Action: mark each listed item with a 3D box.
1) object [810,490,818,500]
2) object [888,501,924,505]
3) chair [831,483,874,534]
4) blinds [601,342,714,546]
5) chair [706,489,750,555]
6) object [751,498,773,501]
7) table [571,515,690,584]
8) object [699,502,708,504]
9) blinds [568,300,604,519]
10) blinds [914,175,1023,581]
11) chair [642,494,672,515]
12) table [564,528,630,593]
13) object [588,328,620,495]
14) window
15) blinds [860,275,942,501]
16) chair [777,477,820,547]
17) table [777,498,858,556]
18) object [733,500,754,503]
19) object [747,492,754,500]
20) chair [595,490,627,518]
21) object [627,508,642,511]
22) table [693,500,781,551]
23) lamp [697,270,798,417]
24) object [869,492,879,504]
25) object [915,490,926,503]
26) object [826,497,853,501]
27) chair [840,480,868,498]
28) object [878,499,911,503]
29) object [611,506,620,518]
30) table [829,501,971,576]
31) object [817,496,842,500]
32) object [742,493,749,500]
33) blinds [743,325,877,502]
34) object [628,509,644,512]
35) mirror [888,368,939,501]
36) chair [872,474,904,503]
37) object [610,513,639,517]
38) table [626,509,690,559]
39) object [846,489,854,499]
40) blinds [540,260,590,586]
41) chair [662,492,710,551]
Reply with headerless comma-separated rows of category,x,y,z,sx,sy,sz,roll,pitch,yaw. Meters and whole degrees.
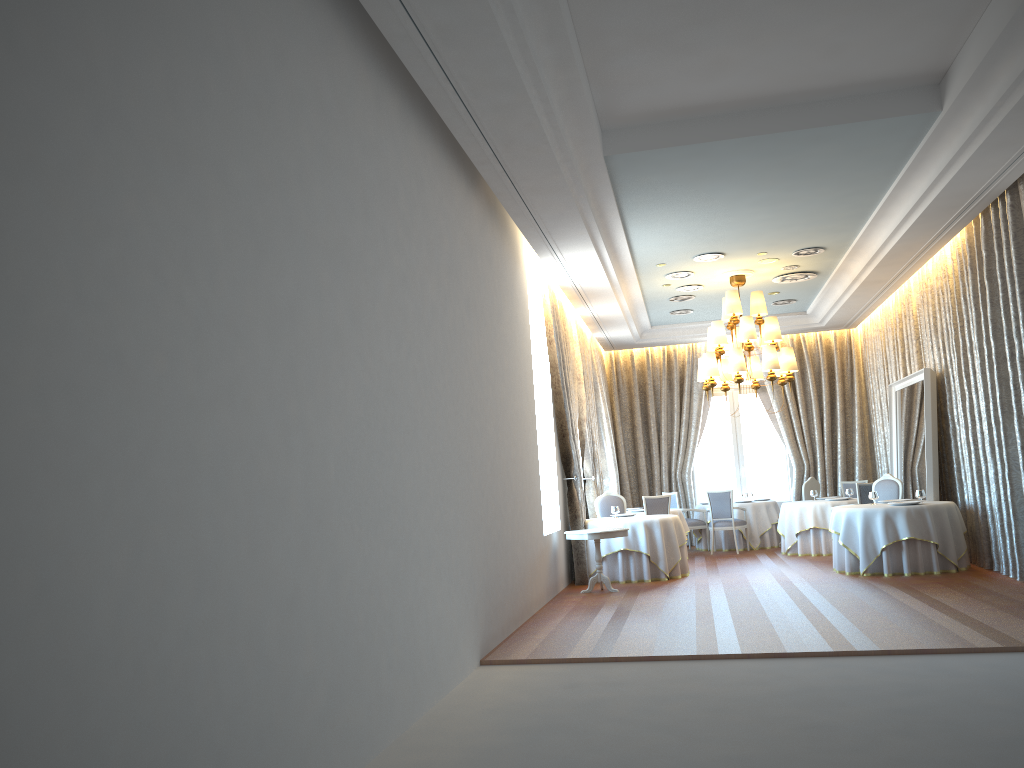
object,5.106,1.882,14.979,0.128,0.165,0.128,-5,-7,11
object,4.960,1.502,11.172,0.419,0.036,0.419,-5,-7,10
chair,5.357,2.075,13.646,0.650,1.108,0.629,-1,-7,-19
blinds,3.052,0.900,18.034,2.535,4.901,0.386,-5,-7,11
chair,3.760,2.409,15.600,0.650,1.108,0.629,-7,-8,26
object,4.699,2.174,16.676,0.419,0.036,0.419,-5,-7,10
table,1.679,2.355,12.663,1.663,0.890,1.667,-4,-7,0
object,3.714,2.236,16.678,0.419,0.036,0.419,-5,-7,10
blinds,1.331,0.658,15.087,0.335,4.969,2.257,-5,-7,11
blinds,5.678,-0.128,10.940,0.238,4.819,4.439,-5,-7,11
chair,2.245,2.334,14.165,0.650,1.108,0.629,-2,-7,-14
table,1.102,2.249,11.194,0.761,0.801,0.760,2,-9,-39
object,1.827,0.925,17.203,0.386,4.901,2.121,-5,-7,11
window,4.581,0.784,18.157,1.881,3.306,0.196,-5,-7,11
blinds,6.541,0.325,15.202,0.238,4.819,4.439,-5,-7,11
chair,5.201,2.313,16.039,0.563,1.233,0.690,2,-9,-39
table,5.257,2.362,14.626,1.663,0.890,1.667,-7,-7,25
object,4.253,2.155,16.278,0.419,0.036,0.419,-5,-7,10
object,4.564,2.154,16.982,0.128,0.165,0.128,-5,-7,11
chair,1.629,2.239,13.518,0.563,1.233,0.690,-2,-7,-14
object,2.129,2.226,15.751,0.419,0.036,0.419,-5,-7,10
table,4.255,2.669,16.672,1.667,0.890,1.663,-7,-8,30
lamp,3.425,-0.600,13.110,1.373,2.121,1.373,2,-9,-41
object,4.859,1.532,11.910,0.128,0.165,0.128,-9,-9,41
object,5.239,1.443,11.362,0.128,0.165,0.128,-5,-7,11
object,5.269,1.853,14.287,0.419,0.036,0.419,-5,-7,10
chair,6.056,2.274,15.693,0.650,1.108,0.629,-8,-8,31
object,5.182,1.588,12.012,0.419,0.036,0.419,-5,-7,10
object,1.500,1.857,12.852,0.128,0.165,0.128,-3,-7,-7
table,5.022,2.013,11.566,1.663,0.890,1.667,-4,-7,0
object,5.393,1.941,15.092,0.419,0.036,0.419,-5,-7,10
object,4.364,2.120,16.590,0.128,0.165,0.128,-5,-7,11
blinds,5.864,0.657,17.485,2.476,4.901,0.386,-5,-7,11
object,2.148,2.115,14.825,0.419,0.036,0.419,-5,-7,10
mirror,5.865,1.174,12.990,0.385,2.564,2.251,-5,-7,11
chair,5.140,1.894,12.490,0.690,1.233,0.563,0,-8,-29
object,1.664,1.944,13.130,0.419,0.036,0.419,-5,-7,10
table,2.207,2.628,15.235,1.667,0.890,1.663,-4,-7,5
object,5.524,1.799,14.504,0.128,0.165,0.128,-5,-7,11
blinds,0.822,0.405,12.694,0.315,4.930,2.204,-5,-7,11
chair,3.213,2.545,16.451,0.629,1.108,0.650,-1,-7,-24
